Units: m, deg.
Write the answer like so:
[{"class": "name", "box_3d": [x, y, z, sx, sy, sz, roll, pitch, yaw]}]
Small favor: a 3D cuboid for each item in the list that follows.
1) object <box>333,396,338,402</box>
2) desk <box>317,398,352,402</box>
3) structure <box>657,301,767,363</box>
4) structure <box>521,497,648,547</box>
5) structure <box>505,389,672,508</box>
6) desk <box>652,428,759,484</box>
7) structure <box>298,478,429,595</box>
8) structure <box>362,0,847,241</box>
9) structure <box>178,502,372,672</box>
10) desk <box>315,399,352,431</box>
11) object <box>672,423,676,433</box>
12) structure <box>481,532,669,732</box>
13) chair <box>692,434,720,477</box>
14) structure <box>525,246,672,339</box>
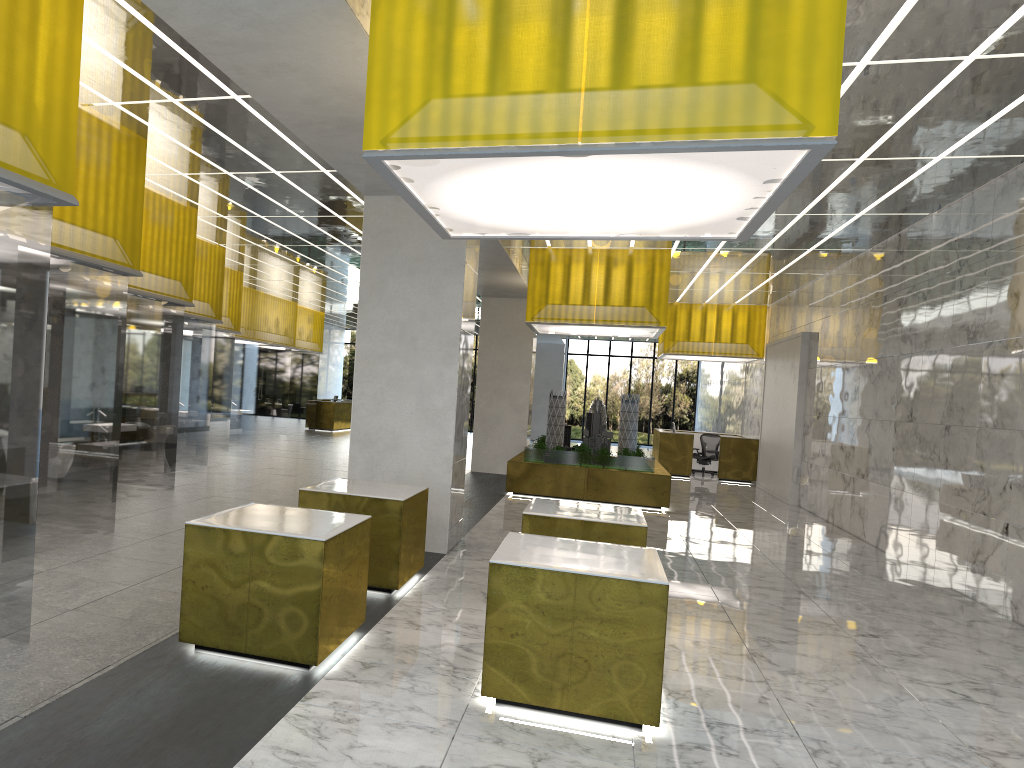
[{"class": "object", "box_3d": [-9.417, 0.936, 44.925, 0.553, 0.668, 0.752, 4, 0, 10]}, {"class": "desk", "box_3d": [-9.828, 1.693, 50.010, 3.235, 1.509, 3.488, 4, 0, 11]}, {"class": "structure", "box_3d": [6.957, -2.012, 30.141, 3.277, 2.270, 3.120, 4, 0, 12]}, {"class": "structure", "box_3d": [0.811, 2.052, 9.935, 1.373, 1.174, 1.445, 4, 0, 12]}, {"class": "structure", "box_3d": [2.053, 1.475, 22.478, 3.885, 2.572, 5.163, 4, 0, 10]}, {"class": "desk", "box_3d": [6.709, 2.495, 30.195, 3.235, 1.509, 3.488, 4, 0, 11]}, {"class": "structure", "box_3d": [-1.868, 1.893, 10.791, 1.373, 1.174, 1.445, 4, 0, 12]}, {"class": "structure", "box_3d": [0.697, -2.688, 7.412, 3.275, 2.270, 3.247, 4, 0, 12]}, {"class": "structure", "box_3d": [-2.160, 1.840, 7.970, 1.373, 1.174, 1.445, 4, 0, 12]}, {"class": "desk", "box_3d": [-10.323, 1.603, 45.235, 3.235, 1.509, 3.488, 4, 0, 11]}, {"class": "object", "box_3d": [5.894, 1.726, 30.479, 0.553, 0.668, 0.752, 4, 0, 10]}, {"class": "structure", "box_3d": [0.518, 1.999, 7.108, 1.373, 1.174, 1.445, 4, 0, 12]}, {"class": "chair", "box_3d": [6.819, 2.494, 30.010, 1.193, 1.494, 0.968, 4, 1, 36]}, {"class": "structure", "box_3d": [2.119, -2.429, 21.151, 3.276, 2.270, 3.247, 4, 0, 12]}]
